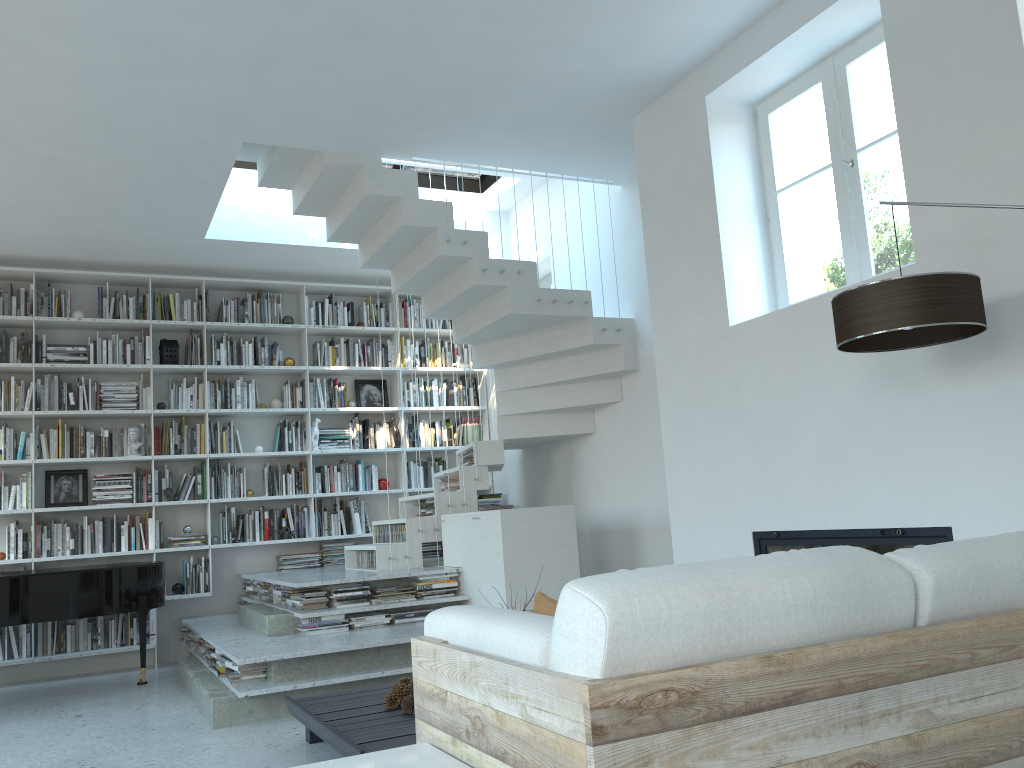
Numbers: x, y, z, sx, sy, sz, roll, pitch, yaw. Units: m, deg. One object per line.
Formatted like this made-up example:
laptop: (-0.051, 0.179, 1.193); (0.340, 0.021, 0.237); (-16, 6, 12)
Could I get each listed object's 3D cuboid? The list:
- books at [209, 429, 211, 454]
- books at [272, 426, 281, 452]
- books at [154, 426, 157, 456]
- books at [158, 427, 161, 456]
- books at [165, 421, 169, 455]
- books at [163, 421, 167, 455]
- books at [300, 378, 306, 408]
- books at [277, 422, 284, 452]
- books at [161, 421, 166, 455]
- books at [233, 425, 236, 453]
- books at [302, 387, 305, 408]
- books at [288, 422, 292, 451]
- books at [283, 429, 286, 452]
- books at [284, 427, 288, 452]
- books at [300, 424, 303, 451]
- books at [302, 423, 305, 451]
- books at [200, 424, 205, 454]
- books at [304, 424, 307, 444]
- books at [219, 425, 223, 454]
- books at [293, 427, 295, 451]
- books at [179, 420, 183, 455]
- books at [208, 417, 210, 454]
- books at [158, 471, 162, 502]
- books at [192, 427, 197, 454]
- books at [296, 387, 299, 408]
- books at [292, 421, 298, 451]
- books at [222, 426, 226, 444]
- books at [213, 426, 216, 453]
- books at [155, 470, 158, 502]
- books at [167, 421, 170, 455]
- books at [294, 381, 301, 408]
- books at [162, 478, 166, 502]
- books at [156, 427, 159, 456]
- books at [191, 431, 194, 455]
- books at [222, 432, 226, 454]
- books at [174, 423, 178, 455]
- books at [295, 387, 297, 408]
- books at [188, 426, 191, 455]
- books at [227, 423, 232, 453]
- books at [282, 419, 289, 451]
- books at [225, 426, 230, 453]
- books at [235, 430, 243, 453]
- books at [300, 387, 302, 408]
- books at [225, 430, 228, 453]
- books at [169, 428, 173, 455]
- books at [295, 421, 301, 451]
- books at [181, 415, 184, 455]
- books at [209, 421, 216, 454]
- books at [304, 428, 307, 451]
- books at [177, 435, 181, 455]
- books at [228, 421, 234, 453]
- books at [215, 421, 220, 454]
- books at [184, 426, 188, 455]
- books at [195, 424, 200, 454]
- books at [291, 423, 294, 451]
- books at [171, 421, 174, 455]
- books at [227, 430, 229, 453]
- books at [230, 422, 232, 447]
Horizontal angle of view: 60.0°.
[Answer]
books: (-2.542, 0.497, 7.436); (0.015, 0.220, 0.155); (0, -9, -26)
books: (-2.043, 0.489, 7.685); (0.056, 0.240, 0.154); (0, -9, -26)
books: (-2.926, 0.480, 7.261); (0.015, 0.255, 0.151); (0, -9, -26)
books: (-2.902, 0.486, 7.284); (0.013, 0.246, 0.177); (0, -9, -26)
books: (-2.840, 0.459, 7.284); (0.035, 0.293, 0.145); (0, -9, -26)
books: (-2.858, 0.461, 7.292); (0.035, 0.293, 0.145); (0, -9, -26)
books: (-1.847, 0.103, 7.826); (0.005, 0.277, 0.182); (0, -9, -26)
books: (-2.008, 0.475, 7.697); (0.021, 0.264, 0.174); (0, -9, -26)
books: (-2.865, 0.459, 7.277); (0.035, 0.293, 0.145); (0, -9, -26)
books: (-2.364, 0.481, 7.534); (0.007, 0.253, 0.161); (0, -9, -26)
books: (-1.855, 0.140, 7.823); (0.012, 0.206, 0.169); (0, -9, -26)
books: (-1.947, 0.475, 7.722); (0.018, 0.262, 0.165); (0, -9, -26)
books: (-1.984, 0.501, 7.697); (0.006, 0.209, 0.188); (0, -9, -26)
books: (-1.976, 0.497, 7.702); (0.013, 0.219, 0.187); (0, -9, -26)
books: (-1.862, 0.486, 7.771); (0.013, 0.244, 0.159); (0, -9, -26)
books: (-1.844, 0.479, 7.761); (0.011, 0.252, 0.169); (0, -9, -26)
books: (-2.597, 0.474, 7.424); (0.033, 0.268, 0.142); (0, -9, -26)
books: (-1.816, 0.484, 7.781); (0.010, 0.245, 0.158); (0, -9, -26)
books: (-2.461, 0.480, 7.482); (0.013, 0.255, 0.145); (0, -9, -26)
books: (-1.915, 0.493, 7.727); (0.012, 0.224, 0.178); (0, -9, -26)
books: (-2.733, 0.457, 7.324); (0.019, 0.292, 0.182); (0, -9, -26)
books: (-2.549, 0.446, 7.425); (0.006, 0.318, 0.165); (0, -9, -26)
books: (-2.872, 0.843, 7.220); (0.028, 0.252, 0.143); (0, -9, -26)
books: (-2.648, 0.488, 7.389); (0.028, 0.239, 0.145); (0, -9, -26)
books: (-1.905, 0.143, 7.806); (0.013, 0.201, 0.173); (0, -9, -26)
books: (-1.907, 0.471, 7.752); (0.032, 0.274, 0.154); (0, -9, -26)
books: (-2.434, 0.486, 7.489); (0.008, 0.242, 0.169); (0, -9, -26)
books: (-2.509, 0.486, 7.464); (0.007, 0.244, 0.146); (0, -9, -26)
books: (-2.897, 0.838, 7.212); (0.024, 0.263, 0.154); (0, -9, -26)
books: (-2.835, 0.461, 7.303); (0.035, 0.293, 0.145); (0, -9, -26)
books: (-1.890, 0.114, 7.807); (0.016, 0.256, 0.176); (0, -9, -26)
books: (-2.836, 0.870, 7.210); (0.027, 0.192, 0.182); (0, -9, -26)
books: (-2.910, 0.485, 7.267); (0.014, 0.244, 0.145); (0, -9, -26)
books: (-2.662, 0.502, 7.357); (0.034, 0.204, 0.181); (0, -9, -26)
books: (-2.432, 0.506, 7.457); (0.017, 0.191, 0.191); (0, -9, -26)
books: (-2.789, 0.470, 7.336); (0.035, 0.278, 0.139); (0, -9, -26)
books: (-1.922, 0.143, 7.811); (0.012, 0.206, 0.138); (0, -9, -26)
books: (-2.681, 0.482, 7.342); (0.027, 0.241, 0.189); (0, -9, -26)
books: (-2.393, 0.471, 7.506); (0.006, 0.269, 0.178); (0, -9, -26)
books: (-1.974, 0.462, 7.727); (0.013, 0.295, 0.154); (0, -9, -26)
books: (-2.406, 0.486, 7.507); (0.017, 0.242, 0.133); (0, -9, -26)
books: (-2.324, 0.500, 7.519); (0.051, 0.210, 0.177); (0, -9, -26)
books: (-1.875, 0.140, 7.808); (0.013, 0.204, 0.174); (0, -9, -26)
books: (-2.423, 0.502, 7.492); (0.014, 0.209, 0.157); (0, -9, -26)
books: (-2.812, 0.489, 7.299); (0.015, 0.231, 0.180); (0, -9, -26)
books: (-1.877, 0.468, 7.743); (0.012, 0.273, 0.184); (0, -9, -26)
books: (-2.731, 0.438, 7.350); (0.021, 0.337, 0.169); (0, -9, -26)
books: (-2.521, 0.462, 7.441); (0.035, 0.287, 0.192); (0, -9, -26)
books: (-1.834, 0.502, 7.780); (0.023, 0.211, 0.164); (0, -9, -26)
books: (-2.764, 0.519, 7.343); (0.030, 0.180, 0.132); (0, -9, -26)
books: (-2.382, 0.464, 7.519); (0.013, 0.287, 0.159); (0, -9, -26)
books: (-2.474, 0.463, 7.446); (0.013, 0.278, 0.192); (0, -9, -26)
books: (-2.713, 0.480, 7.355); (0.033, 0.252, 0.175); (0, -9, -26)
books: (-2.626, 0.473, 7.396); (0.032, 0.266, 0.143); (0, -9, -26)
books: (-1.932, 0.477, 7.730); (0.015, 0.259, 0.152); (0, -9, -26)
books: (-2.797, 0.458, 7.308); (0.019, 0.293, 0.164); (0, -9, -26)
books: (-2.410, 0.499, 7.489); (0.007, 0.211, 0.158); (0, -9, -26)
books: (-2.390, 0.470, 7.514); (0.006, 0.273, 0.167); (0, -9, -26)
